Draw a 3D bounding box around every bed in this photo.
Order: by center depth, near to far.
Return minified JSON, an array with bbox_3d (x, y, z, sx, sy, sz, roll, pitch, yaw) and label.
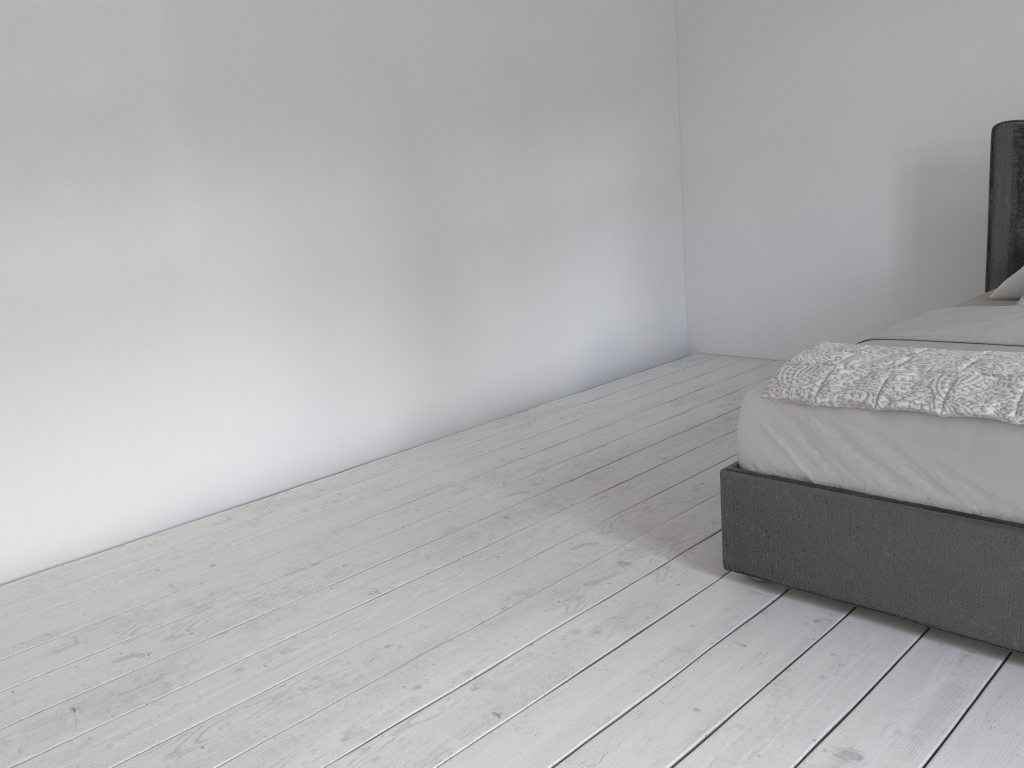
[{"bbox_3d":[1.844,-0.178,2.382,1.889,1.167,2.177,8,18,44],"label":"bed"}]

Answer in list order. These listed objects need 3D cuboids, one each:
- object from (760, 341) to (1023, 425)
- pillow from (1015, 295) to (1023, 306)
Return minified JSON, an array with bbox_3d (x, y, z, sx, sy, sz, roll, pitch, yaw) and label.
[{"bbox_3d":[1.247,0.022,1.820,1.460,0.104,0.405,8,18,44],"label":"object"},{"bbox_3d":[2.164,-0.314,2.641,1.146,0.225,0.416,5,16,37],"label":"pillow"}]
